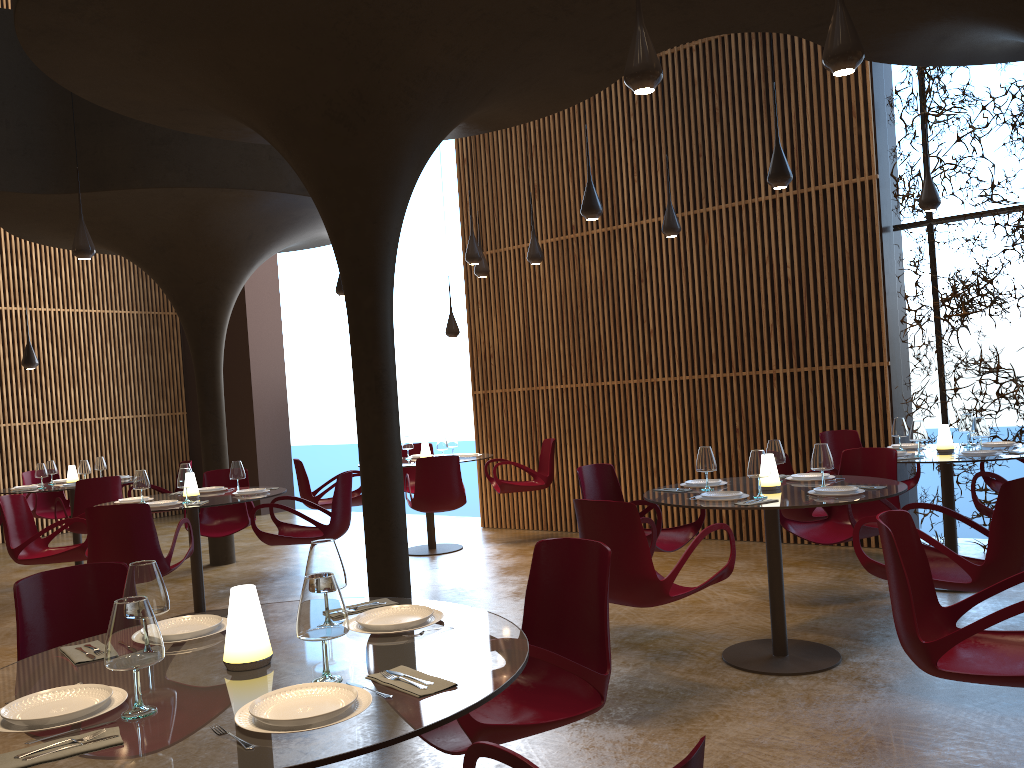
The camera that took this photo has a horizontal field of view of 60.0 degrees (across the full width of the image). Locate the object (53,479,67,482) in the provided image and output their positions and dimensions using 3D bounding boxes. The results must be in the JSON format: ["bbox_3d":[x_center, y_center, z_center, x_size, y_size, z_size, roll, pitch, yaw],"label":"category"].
[{"bbox_3d":[-5.755,1.242,11.392,0.263,0.029,0.263,-4,-1,8],"label":"object"}]

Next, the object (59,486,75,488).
[{"bbox_3d":[-5.171,1.203,10.489,0.332,0.014,0.331,-4,-1,29],"label":"object"}]

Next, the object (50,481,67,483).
[{"bbox_3d":[-5.754,1.252,11.392,0.332,0.014,0.331,-4,-1,43],"label":"object"}]

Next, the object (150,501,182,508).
[{"bbox_3d":[-2.964,1.023,7.506,0.331,0.014,0.332,-4,-1,-29],"label":"object"}]

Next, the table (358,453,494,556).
[{"bbox_3d":[-1.026,1.503,10.997,1.672,1.131,1.672,-4,0,-6],"label":"table"}]

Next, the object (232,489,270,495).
[{"bbox_3d":[-2.376,0.989,8.076,0.331,0.014,0.332,-3,-1,-36],"label":"object"}]

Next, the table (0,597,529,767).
[{"bbox_3d":[-0.746,1.399,2.650,1.670,1.131,1.673,-4,0,-33],"label":"table"}]

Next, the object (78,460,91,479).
[{"bbox_3d":[-5.164,1.068,10.719,0.142,0.295,0.142,-4,1,28],"label":"object"}]

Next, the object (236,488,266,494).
[{"bbox_3d":[-2.376,0.979,8.076,0.263,0.029,0.263,-4,-1,9],"label":"object"}]

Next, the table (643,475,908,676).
[{"bbox_3d":[1.754,1.262,5.904,1.670,1.131,1.673,-4,0,-33],"label":"table"}]

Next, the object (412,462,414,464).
[{"bbox_3d":[-0.983,0.919,10.477,0.410,0.012,0.204,-4,-1,-6],"label":"object"}]

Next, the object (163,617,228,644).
[{"bbox_3d":[-1.135,0.854,3.061,0.332,0.014,0.331,-4,-1,28],"label":"object"}]

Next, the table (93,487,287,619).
[{"bbox_3d":[-2.864,1.598,8.042,1.672,1.131,1.672,-4,0,1],"label":"table"}]

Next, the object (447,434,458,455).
[{"bbox_3d":[-0.744,0.771,11.116,0.142,0.295,0.142,-4,1,-35],"label":"object"}]

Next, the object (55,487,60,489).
[{"bbox_3d":[-5.174,1.205,10.486,0.410,0.012,0.204,-3,-1,-43],"label":"object"}]

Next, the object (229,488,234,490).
[{"bbox_3d":[-2.918,1.032,8.581,0.410,0.012,0.204,-4,-1,-3],"label":"object"}]

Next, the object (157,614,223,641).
[{"bbox_3d":[-1.136,0.844,3.061,0.263,0.029,0.263,-4,-1,-33],"label":"object"}]

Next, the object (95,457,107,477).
[{"bbox_3d":[-5.256,1.080,11.333,0.142,0.295,0.142,-4,1,22],"label":"object"}]

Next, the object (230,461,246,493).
[{"bbox_3d":[-2.550,0.865,8.238,0.142,0.295,0.142,-4,1,-10],"label":"object"}]

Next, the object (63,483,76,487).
[{"bbox_3d":[-5.172,1.194,10.489,0.263,0.029,0.263,-3,-1,-45],"label":"object"}]

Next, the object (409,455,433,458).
[{"bbox_3d":[-1.180,0.942,11.505,0.332,0.014,0.331,-4,-1,30],"label":"object"}]

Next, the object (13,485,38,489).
[{"bbox_3d":[-5.836,1.240,10.644,0.263,0.029,0.263,-4,-1,-16],"label":"object"}]

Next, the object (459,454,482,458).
[{"bbox_3d":[-0.536,0.893,10.997,0.332,0.014,0.331,-4,-1,12],"label":"object"}]

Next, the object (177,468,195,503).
[{"bbox_3d":[-2.827,0.878,7.684,0.142,0.295,0.142,-4,1,-38],"label":"object"}]

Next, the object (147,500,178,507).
[{"bbox_3d":[-2.965,1.013,7.506,0.263,0.029,0.263,-4,-1,-6],"label":"object"}]

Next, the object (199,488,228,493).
[{"bbox_3d":[-2.922,1.031,8.580,0.332,0.014,0.332,-4,-1,1],"label":"object"}]

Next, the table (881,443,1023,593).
[{"bbox_3d":[3.756,1.143,7.611,1.671,1.131,1.672,-4,0,-10],"label":"table"}]

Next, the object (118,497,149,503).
[{"bbox_3d":[-3.419,1.049,8.016,0.263,0.029,0.263,-4,-1,3],"label":"object"}]

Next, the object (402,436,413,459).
[{"bbox_3d":[-1.330,0.813,11.317,0.142,0.295,0.142,-3,1,39],"label":"object"}]

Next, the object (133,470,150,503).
[{"bbox_3d":[-3.274,0.910,7.839,0.142,0.295,0.142,-4,1,-6],"label":"object"}]

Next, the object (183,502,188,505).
[{"bbox_3d":[-2.969,1.024,7.505,0.410,0.012,0.204,-4,-1,-7],"label":"object"}]

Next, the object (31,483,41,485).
[{"bbox_3d":[-6.013,1.275,11.237,0.126,0.017,0.262,-4,-1,-34],"label":"object"}]

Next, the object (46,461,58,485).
[{"bbox_3d":[-5.796,1.115,11.159,0.142,0.295,0.142,-4,1,-35],"label":"object"}]

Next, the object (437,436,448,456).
[{"bbox_3d":[-0.835,0.773,10.651,0.142,0.295,0.142,-3,1,42],"label":"object"}]

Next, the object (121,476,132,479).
[{"bbox_3d":[-5.018,1.201,11.295,0.332,0.014,0.332,-4,-1,0],"label":"object"}]

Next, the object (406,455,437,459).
[{"bbox_3d":[-1.176,0.943,11.506,0.410,0.012,0.204,-4,-1,-10],"label":"object"}]

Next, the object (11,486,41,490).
[{"bbox_3d":[-5.835,1.250,10.644,0.332,0.014,0.331,-4,-1,10],"label":"object"}]

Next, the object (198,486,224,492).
[{"bbox_3d":[-2.923,1.021,8.580,0.263,0.029,0.263,-4,-1,11],"label":"object"}]

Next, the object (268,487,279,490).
[{"bbox_3d":[-2.344,0.997,8.377,0.262,0.017,0.126,-4,-1,2],"label":"object"}]

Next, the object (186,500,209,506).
[{"bbox_3d":[-2.662,1.010,7.505,0.126,0.017,0.262,-4,-1,-3],"label":"object"}]

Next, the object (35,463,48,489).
[{"bbox_3d":[-5.618,1.097,10.587,0.142,0.295,0.142,-4,1,-41],"label":"object"}]

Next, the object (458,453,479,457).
[{"bbox_3d":[-0.537,0.883,10.997,0.263,0.029,0.263,-4,-1,41],"label":"object"}]

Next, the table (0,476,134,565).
[{"bbox_3d":[-5.384,1.799,10.965,1.671,1.131,1.673,-4,0,-30],"label":"table"}]

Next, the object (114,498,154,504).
[{"bbox_3d":[-3.418,1.059,8.016,0.331,0.014,0.332,-4,-1,-32],"label":"object"}]

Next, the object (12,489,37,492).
[{"bbox_3d":[-5.705,1.246,10.371,0.261,0.017,0.126,-4,-1,-29],"label":"object"}]

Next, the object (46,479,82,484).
[{"bbox_3d":[-5.751,1.253,11.395,0.410,0.012,0.204,-3,-1,-38],"label":"object"}]

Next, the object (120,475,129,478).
[{"bbox_3d":[-5.018,1.191,11.295,0.263,0.029,0.263,-4,-1,16],"label":"object"}]

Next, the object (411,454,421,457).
[{"bbox_3d":[-1.181,0.932,11.505,0.263,0.029,0.263,-4,-1,-15],"label":"object"}]

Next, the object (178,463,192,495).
[{"bbox_3d":[-3.091,0.903,8.408,0.142,0.295,0.142,-3,1,34],"label":"object"}]

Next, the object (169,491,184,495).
[{"bbox_3d":[-3.223,1.059,8.603,0.126,0.017,0.262,-4,-1,1],"label":"object"}]
